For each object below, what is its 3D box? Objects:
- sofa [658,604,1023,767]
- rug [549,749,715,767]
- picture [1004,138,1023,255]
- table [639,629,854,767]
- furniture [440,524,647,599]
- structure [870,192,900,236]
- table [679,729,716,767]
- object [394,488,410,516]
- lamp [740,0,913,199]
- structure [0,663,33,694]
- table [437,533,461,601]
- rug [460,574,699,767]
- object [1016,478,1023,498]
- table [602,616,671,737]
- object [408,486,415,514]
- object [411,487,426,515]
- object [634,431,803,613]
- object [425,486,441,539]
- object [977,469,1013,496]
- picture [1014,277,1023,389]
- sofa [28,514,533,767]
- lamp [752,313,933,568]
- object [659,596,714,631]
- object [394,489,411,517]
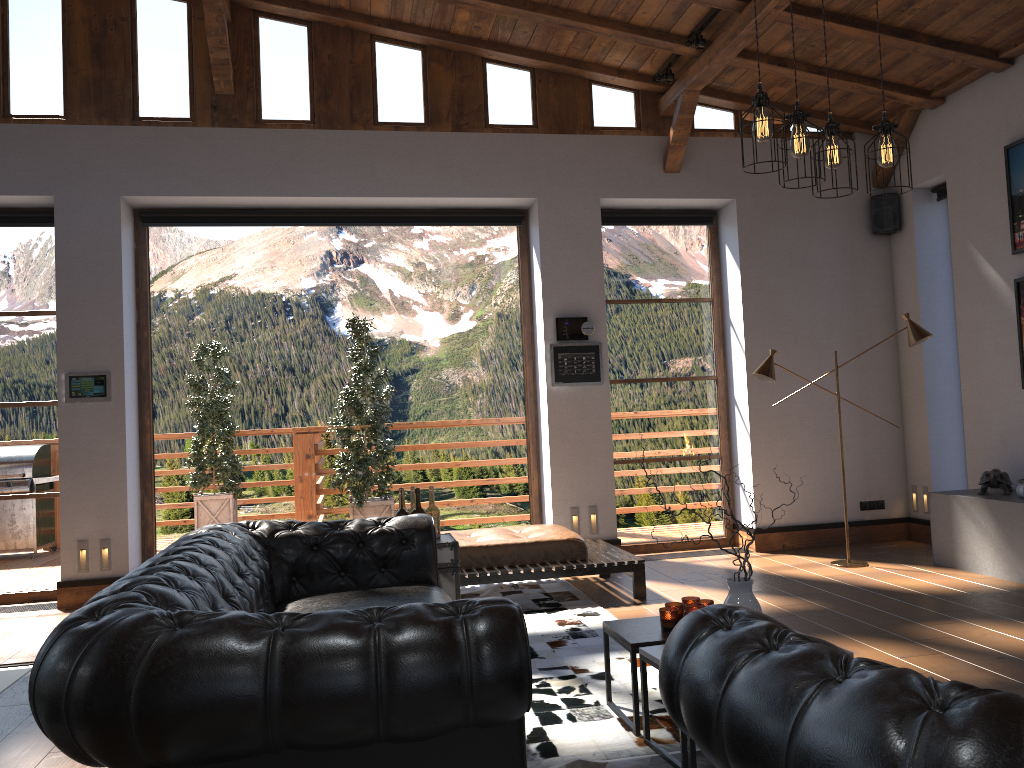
[{"bbox_3d":[1.694,0.810,1.758,2.579,0.839,1.232,-2,-3,-12],"label":"sofa"},{"bbox_3d":[1.105,1.244,2.087,4.062,0.053,2.419,-2,-2,-10],"label":"rug"},{"bbox_3d":[3.765,-1.381,6.144,0.036,0.816,0.875,-2,-3,-10],"label":"picture"},{"bbox_3d":[0.850,1.144,3.222,0.654,0.350,0.397,-2,-3,-16],"label":"table"},{"bbox_3d":[-0.566,1.295,6.243,2.772,0.437,1.169,-2,-2,-11],"label":"furniture"},{"bbox_3d":[3.353,-1.523,7.955,0.214,0.349,0.212,-2,-3,-11],"label":"structure"},{"bbox_3d":[0.894,1.124,2.769,0.652,0.350,0.399,-2,-3,-6],"label":"table"},{"bbox_3d":[-0.599,0.710,4.838,0.087,0.286,0.088,-4,-3,29],"label":"object"},{"bbox_3d":[1.245,-1.901,3.747,0.809,2.203,0.259,-2,-3,-20],"label":"lamp"},{"bbox_3d":[-8.049,1.426,5.058,11.078,6.402,9.162,-2,-3,-11],"label":"structure"},{"bbox_3d":[-0.500,1.149,4.810,0.419,0.609,0.403,-2,-3,-11],"label":"table"},{"bbox_3d":[-0.527,1.433,4.926,2.442,0.053,3.789,-2,-2,-10],"label":"rug"},{"bbox_3d":[3.599,0.702,6.064,0.260,0.161,0.280,-2,-2,-9],"label":"object"},{"bbox_3d":[0.748,1.166,3.646,0.653,0.350,0.398,-2,-3,-11],"label":"table"},{"bbox_3d":[-0.545,0.711,4.915,0.087,0.286,0.088,-3,-3,2],"label":"object"},{"bbox_3d":[-0.509,0.705,4.802,0.088,0.286,0.086,-1,-4,-33],"label":"object"},{"bbox_3d":[0.791,0.569,3.286,0.620,0.808,0.406,-3,-3,0],"label":"object"},{"bbox_3d":[-0.438,0.704,4.872,0.087,0.286,0.087,-3,-3,-1],"label":"object"},{"bbox_3d":[3.510,0.709,6.448,0.224,0.183,0.410,-4,-3,33],"label":"object"},{"bbox_3d":[3.810,-0.388,6.092,0.036,0.816,0.875,-2,-3,-10],"label":"picture"},{"bbox_3d":[-0.745,0.981,3.215,1.245,0.839,2.552,-2,-2,-11],"label":"sofa"},{"bbox_3d":[2.540,0.444,6.811,1.317,1.900,0.529,-3,-3,10],"label":"lamp"},{"bbox_3d":[0.756,0.950,3.660,0.244,0.081,0.305,-4,-3,28],"label":"object"},{"bbox_3d":[-0.585,0.706,4.736,0.088,0.286,0.086,-1,-4,-34],"label":"object"}]
